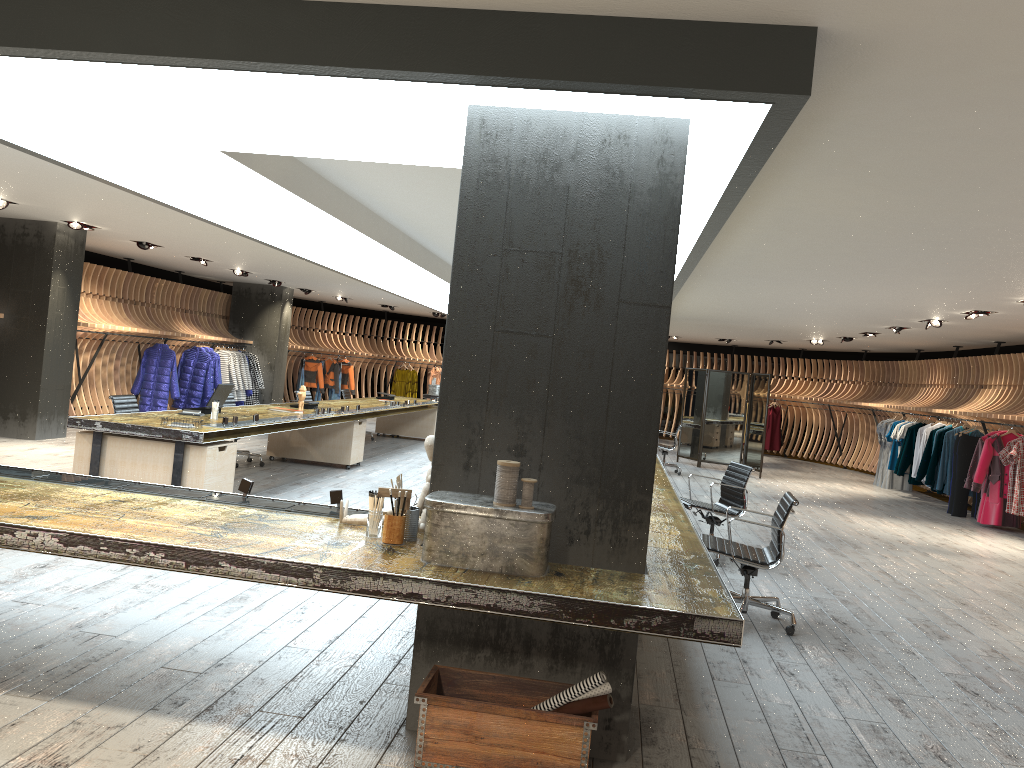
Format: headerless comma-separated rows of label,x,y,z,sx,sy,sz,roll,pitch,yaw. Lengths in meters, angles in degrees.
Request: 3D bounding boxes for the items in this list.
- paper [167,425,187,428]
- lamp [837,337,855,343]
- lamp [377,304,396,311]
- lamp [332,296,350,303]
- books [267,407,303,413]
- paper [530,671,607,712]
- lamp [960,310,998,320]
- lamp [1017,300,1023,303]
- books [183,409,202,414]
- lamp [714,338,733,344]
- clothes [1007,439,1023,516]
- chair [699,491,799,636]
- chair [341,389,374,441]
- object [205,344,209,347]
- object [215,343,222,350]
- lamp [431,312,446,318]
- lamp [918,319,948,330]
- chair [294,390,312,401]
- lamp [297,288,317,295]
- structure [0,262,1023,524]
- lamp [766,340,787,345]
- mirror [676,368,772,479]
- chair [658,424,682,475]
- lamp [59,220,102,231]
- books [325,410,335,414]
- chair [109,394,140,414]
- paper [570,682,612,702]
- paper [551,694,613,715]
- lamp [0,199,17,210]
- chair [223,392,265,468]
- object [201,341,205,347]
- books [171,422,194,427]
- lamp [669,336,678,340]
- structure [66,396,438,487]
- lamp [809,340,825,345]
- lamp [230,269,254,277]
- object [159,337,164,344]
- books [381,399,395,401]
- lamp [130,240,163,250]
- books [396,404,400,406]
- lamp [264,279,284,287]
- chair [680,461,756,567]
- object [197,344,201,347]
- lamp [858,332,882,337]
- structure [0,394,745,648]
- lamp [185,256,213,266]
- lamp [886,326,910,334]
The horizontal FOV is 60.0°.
paper,-2.733,0.347,7.296,0.176,0.003,0.130,6,1,5
lamp,6.536,-0.939,17.300,0.269,0.291,0.492,6,1,3
lamp,-3.062,-1.977,21.952,0.269,0.293,0.492,6,1,39
lamp,-3.942,-2.044,20.635,0.269,0.296,0.492,6,1,26
books,-2.629,0.304,10.260,0.366,0.026,0.213,6,1,17
paper,0.055,1.220,3.247,0.573,0.460,0.043,6,0,24
lamp,5.777,-0.919,10.966,0.269,0.296,0.492,6,1,7
lamp,5.587,-0.920,9.383,0.269,0.284,0.492,6,1,7
books,-3.109,0.266,8.579,0.186,0.027,0.112,6,1,-8
lamp,5.256,-1.134,21.772,0.269,0.294,0.493,6,1,-38
clothes,6.594,1.180,11.189,0.759,1.030,0.179,6,0,-7
chair,1.509,1.122,5.809,0.667,0.859,0.693,6,0,3
chair,-2.733,0.546,15.703,0.667,0.859,0.693,6,0,-7
object,-5.853,-0.677,17.009,0.525,0.270,0.012,6,0,7
object,-5.773,-0.657,17.466,0.518,0.313,0.012,6,0,7
lamp,-1.867,-1.870,22.992,0.492,0.297,0.269,5,0,-33
lamp,5.967,-0.921,12.549,0.269,0.301,0.492,6,1,7
chair,-2.987,0.553,13.507,0.667,0.859,0.693,6,0,3
lamp,-4.442,-2.074,19.132,0.269,0.292,0.492,6,1,13
structure,-0.377,0.042,7.702,14.885,2.440,36.549,6,1,7
lamp,6.078,-1.031,20.418,0.269,0.292,0.493,6,1,-25
mirror,4.015,0.689,16.853,0.443,1.892,2.113,6,0,-42
chair,2.590,1.090,15.248,0.667,0.859,0.693,6,0,3
lamp,-5.452,-2.056,11.225,0.269,0.296,0.492,6,1,7
books,-2.211,0.334,10.632,0.155,0.025,0.110,6,1,2
chair,-3.617,0.561,8.736,0.667,0.859,0.693,6,0,-7
paper,0.062,1.248,3.305,0.624,0.290,0.041,6,0,-12
paper,0.017,1.244,3.287,0.724,0.365,0.047,6,0,26
lamp,-5.642,-2.055,9.642,0.269,0.288,0.492,6,1,7
chair,-3.334,0.557,10.885,0.667,0.859,0.693,6,0,-2
object,-5.859,-0.667,16.829,0.523,0.291,0.012,6,0,7
books,-2.712,0.333,7.295,0.155,0.025,0.110,6,1,2
lamp,4.110,-1.267,22.863,0.493,0.292,0.269,6,1,39
structure,-2.414,0.637,12.253,1.162,0.844,10.450,6,1,7
lamp,6.517,-0.967,18.892,0.269,0.287,0.493,6,1,-13
lamp,-4.881,-2.074,15.975,0.269,0.286,0.492,6,1,7
object,-6.058,-0.673,15.309,0.525,0.270,0.012,6,0,7
books,-2.112,0.284,15.049,0.213,0.026,0.366,6,1,7
lamp,-5.261,-2.062,12.809,0.269,0.292,0.492,6,1,7
books,-1.825,0.325,13.828,0.155,0.025,0.110,6,1,2
lamp,-4.691,-2.076,17.559,0.269,0.292,0.492,6,1,7
chair,1.749,1.116,7.873,0.667,0.859,0.694,6,0,-17
object,-5.909,-0.665,16.693,0.523,0.292,0.012,6,0,7
lamp,6.348,-0.933,15.716,0.269,0.294,0.492,6,1,7
structure,-0.625,0.825,11.819,4.837,0.844,18.473,6,1,7
lamp,-5.071,-2.066,14.392,0.269,0.294,0.492,6,1,7
lamp,6.158,-0.932,14.133,0.269,0.286,0.492,6,1,7
